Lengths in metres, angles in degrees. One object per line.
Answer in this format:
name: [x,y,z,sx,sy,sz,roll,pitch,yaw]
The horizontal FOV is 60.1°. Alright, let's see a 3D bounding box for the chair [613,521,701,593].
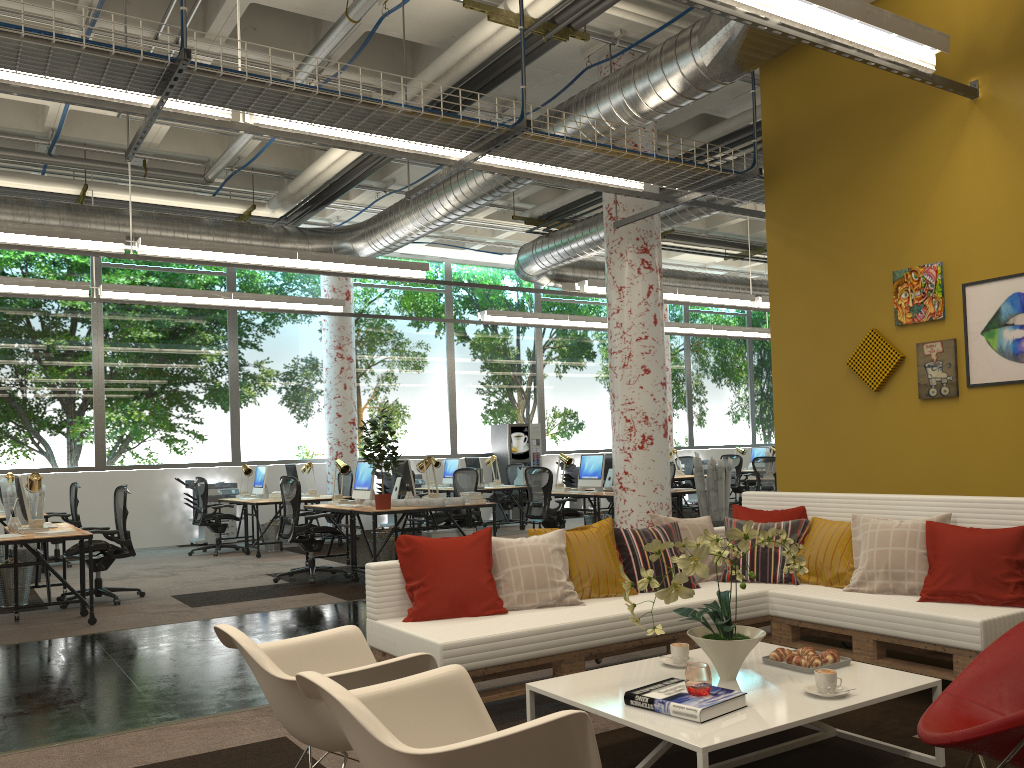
chair: [0.797,1.012,5.099,0.523,0.407,0.342,-1,-3,-17]

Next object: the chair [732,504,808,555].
chair: [1.606,0.975,5.531,0.535,0.436,0.287,-4,-3,30]

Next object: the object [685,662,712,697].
object: [0.660,1.047,3.137,0.094,0.106,0.094,-3,-3,18]

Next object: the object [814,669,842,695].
object: [1.154,1.090,3.245,0.086,0.085,0.079,-2,-3,-4]

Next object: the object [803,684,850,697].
object: [1.152,1.127,3.244,0.160,0.020,0.161,-4,-5,21]

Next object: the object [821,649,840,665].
object: [1.327,1.136,3.686,0.072,0.062,0.136,-3,-4,15]

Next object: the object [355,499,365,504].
object: [-1.458,1.563,9.561,0.104,0.931,0.850,-1,-3,-37]

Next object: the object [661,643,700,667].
object: [0.714,1.148,3.763,0.160,0.090,0.161,-1,-4,-8]

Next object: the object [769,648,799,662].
object: [1.141,1.146,3.740,0.135,0.061,0.072,-1,-3,-13]

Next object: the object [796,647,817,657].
object: [1.260,1.146,3.764,0.064,0.055,0.121,-1,-4,-10]

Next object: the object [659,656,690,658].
object: [0.700,1.180,3.820,0.132,0.011,0.028,-3,-4,12]

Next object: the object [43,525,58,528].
object: [-4.235,1.298,8.085,0.118,0.017,0.440,1,-5,-32]

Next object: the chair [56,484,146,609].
chair: [-3.867,1.496,8.296,0.772,1.084,0.792,-4,-3,41]

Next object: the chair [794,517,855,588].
chair: [1.834,0.969,5.047,0.366,0.381,0.522,0,-4,-36]

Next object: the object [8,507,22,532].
object: [-4.309,1.173,7.673,0.101,0.209,0.101,-2,-2,12]

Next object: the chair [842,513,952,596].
chair: [2.043,0.903,4.698,0.527,0.427,0.312,-4,-3,36]

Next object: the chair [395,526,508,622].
chair: [-0.317,0.966,4.478,0.534,0.444,0.302,-1,-3,-16]

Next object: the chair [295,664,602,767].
chair: [-0.146,1.060,2.241,0.793,0.752,0.616,0,-3,-33]

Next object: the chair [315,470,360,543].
chair: [-2.711,1.868,13.539,0.772,1.084,0.792,-4,-3,41]

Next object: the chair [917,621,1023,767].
chair: [1.426,0.981,2.349,0.637,0.811,0.835,-4,-3,32]

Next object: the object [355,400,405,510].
object: [-1.305,0.695,8.709,0.438,1.076,0.514,0,-3,-42]

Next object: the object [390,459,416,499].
object: [-1.265,1.095,10.057,0.189,0.484,0.485,-1,-3,-33]

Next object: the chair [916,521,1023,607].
chair: [2.286,0.886,4.346,0.520,0.394,0.335,-4,-4,35]

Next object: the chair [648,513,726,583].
chair: [1.106,0.994,5.380,0.545,0.437,0.335,0,-3,-27]

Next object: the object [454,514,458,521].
object: [-0.842,2.253,15.153,0.353,0.434,0.369,-2,-3,3]

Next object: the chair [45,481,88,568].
chair: [-5.901,1.818,11.503,0.772,1.084,0.792,-4,-3,41]

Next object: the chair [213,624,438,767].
chair: [-0.572,1.128,2.910,0.793,0.752,0.616,0,-3,-33]

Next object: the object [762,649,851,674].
object: [1.229,1.158,3.701,0.267,0.026,0.268,1,-5,-32]

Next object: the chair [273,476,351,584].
chair: [-2.118,1.487,9.227,0.772,1.084,0.792,-4,-3,41]

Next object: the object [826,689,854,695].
object: [1.192,1.115,3.200,0.132,0.011,0.028,-1,-4,-16]

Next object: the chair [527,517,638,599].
chair: [0.391,0.979,4.913,0.546,0.437,0.317,-1,-3,-20]

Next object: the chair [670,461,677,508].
chair: [1.918,1.595,12.101,0.772,1.084,0.792,-4,-3,41]

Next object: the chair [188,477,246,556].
chair: [-4.142,1.828,12.406,0.772,1.084,0.792,-4,-3,41]

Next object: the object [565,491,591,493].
object: [0.843,1.366,11.190,0.118,0.017,0.440,1,-5,-32]

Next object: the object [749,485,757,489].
object: [5.258,2.348,19.043,0.353,0.434,0.359,0,-3,-36]

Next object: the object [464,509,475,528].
object: [-0.724,2.170,14.138,0.353,0.434,0.359,0,-3,-36]

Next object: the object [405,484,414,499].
object: [-1.129,1.203,9.736,0.101,0.209,0.101,-2,-2,12]

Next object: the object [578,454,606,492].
object: [1.036,1.134,11.293,0.189,0.484,0.485,-1,-3,-33]

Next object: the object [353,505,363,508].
object: [-1.593,1.263,9.168,0.106,0.029,0.059,1,-5,-32]

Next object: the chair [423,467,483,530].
chair: [-0.687,1.526,10.360,0.772,1.084,0.792,-4,-3,41]

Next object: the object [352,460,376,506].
object: [-1.570,1.066,9.552,0.189,0.484,0.485,-1,-3,-33]

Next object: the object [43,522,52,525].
object: [-4.405,1.319,8.366,0.106,0.029,0.059,1,-5,-32]

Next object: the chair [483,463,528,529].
chair: [-0.078,1.909,15.219,0.772,1.084,0.792,-4,-3,41]

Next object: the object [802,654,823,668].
object: [1.240,1.136,3.632,0.064,0.055,0.121,-1,-4,-10]

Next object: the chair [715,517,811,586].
chair: [1.488,0.997,5.259,0.517,0.391,0.358,-4,-3,26]

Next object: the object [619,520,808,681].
object: [0.829,0.863,3.533,0.788,0.615,0.418,-1,-3,-20]

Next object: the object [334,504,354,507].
object: [-1.763,1.298,9.448,0.118,0.017,0.440,1,-5,-32]

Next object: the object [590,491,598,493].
object: [1.013,1.332,10.909,0.106,0.029,0.059,1,-5,-32]

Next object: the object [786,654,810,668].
object: [1.165,1.138,3.638,0.070,0.059,0.131,-1,-4,-10]

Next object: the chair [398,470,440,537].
chair: [-1.509,1.869,14.087,0.772,1.084,0.792,-4,-3,41]

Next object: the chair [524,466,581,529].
chair: [0.488,1.555,10.969,0.772,1.084,0.792,-4,-3,41]

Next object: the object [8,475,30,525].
object: [-4.444,1.065,7.993,0.189,0.484,0.485,-1,-3,-33]

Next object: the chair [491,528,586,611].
chair: [0.087,0.989,4.682,0.524,0.400,0.332,-1,-3,-14]
